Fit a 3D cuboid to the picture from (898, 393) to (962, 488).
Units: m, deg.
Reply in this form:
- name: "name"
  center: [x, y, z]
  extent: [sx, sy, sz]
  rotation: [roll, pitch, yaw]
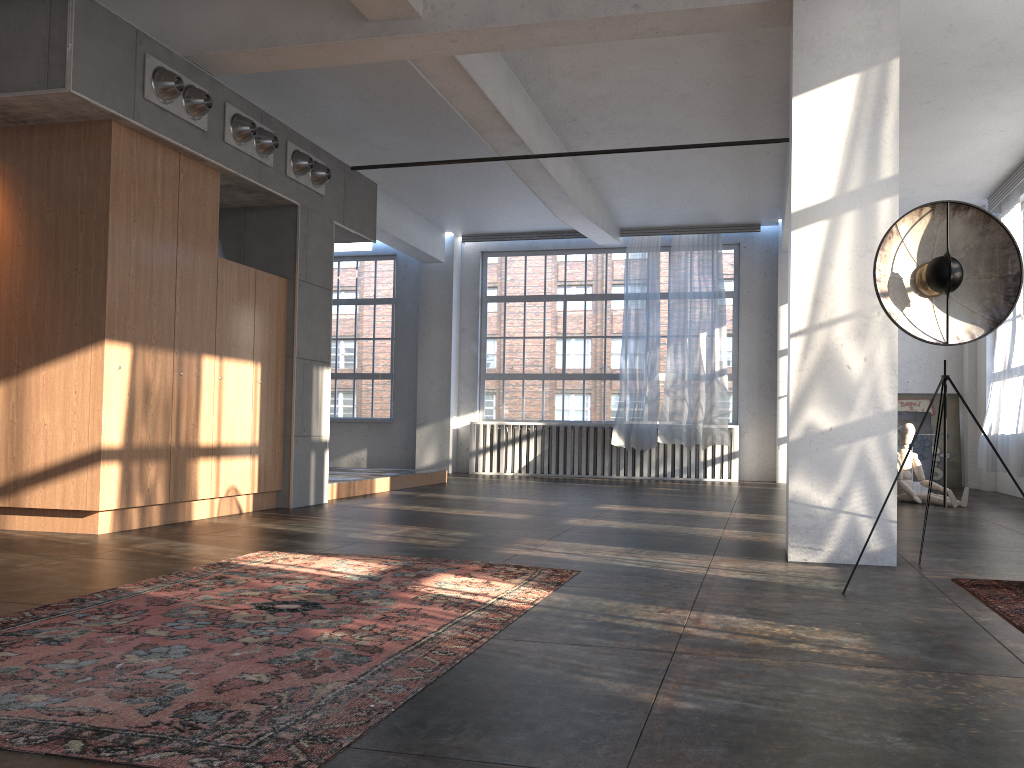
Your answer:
- name: "picture"
  center: [6.036, 0.826, 13.145]
  extent: [1.136, 1.385, 0.256]
  rotation: [0, -2, 14]

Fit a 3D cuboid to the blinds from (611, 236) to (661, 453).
- name: "blinds"
  center: [1.976, -0.712, 13.794]
  extent: [0.685, 3.556, 0.886]
  rotation: [1, -2, 14]

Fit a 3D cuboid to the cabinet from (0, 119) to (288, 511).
- name: "cabinet"
  center: [-6.208, -0.412, 7.846]
  extent: [8.026, 2.560, 2.405]
  rotation: [0, -2, 14]

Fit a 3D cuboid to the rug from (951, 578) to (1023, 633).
- name: "rug"
  center: [2.711, 0.914, 2.832]
  extent: [1.797, 0.009, 3.163]
  rotation: [0, -3, 15]

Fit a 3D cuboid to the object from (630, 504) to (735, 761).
- name: "object"
  center: [-8.905, 1.066, 6.486]
  extent: [26.930, 0.001, 19.959]
  rotation: [0, -3, 14]

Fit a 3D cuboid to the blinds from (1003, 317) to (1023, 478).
- name: "blinds"
  center: [5.842, -0.798, 9.963]
  extent: [0.312, 3.710, 1.036]
  rotation: [1, -2, 14]

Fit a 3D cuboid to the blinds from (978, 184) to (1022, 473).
- name: "blinds"
  center: [6.157, -0.741, 11.123]
  extent: [0.336, 3.695, 1.045]
  rotation: [1, -2, 13]

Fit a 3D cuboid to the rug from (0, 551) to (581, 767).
- name: "rug"
  center: [-0.932, 0.873, 3.397]
  extent: [1.836, 0.029, 2.916]
  rotation: [0, -3, 15]

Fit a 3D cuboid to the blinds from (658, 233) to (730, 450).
- name: "blinds"
  center: [2.807, -0.752, 13.449]
  extent: [1.046, 3.498, 1.010]
  rotation: [1, -2, 15]

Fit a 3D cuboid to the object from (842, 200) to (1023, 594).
- name: "object"
  center: [2.188, 0.047, 4.519]
  extent: [1.045, 1.918, 1.193]
  rotation: [0, -2, 15]

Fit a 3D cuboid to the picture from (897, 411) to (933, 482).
- name: "picture"
  center: [5.494, 0.946, 13.167]
  extent: [1.419, 1.141, 0.307]
  rotation: [0, -2, 12]
